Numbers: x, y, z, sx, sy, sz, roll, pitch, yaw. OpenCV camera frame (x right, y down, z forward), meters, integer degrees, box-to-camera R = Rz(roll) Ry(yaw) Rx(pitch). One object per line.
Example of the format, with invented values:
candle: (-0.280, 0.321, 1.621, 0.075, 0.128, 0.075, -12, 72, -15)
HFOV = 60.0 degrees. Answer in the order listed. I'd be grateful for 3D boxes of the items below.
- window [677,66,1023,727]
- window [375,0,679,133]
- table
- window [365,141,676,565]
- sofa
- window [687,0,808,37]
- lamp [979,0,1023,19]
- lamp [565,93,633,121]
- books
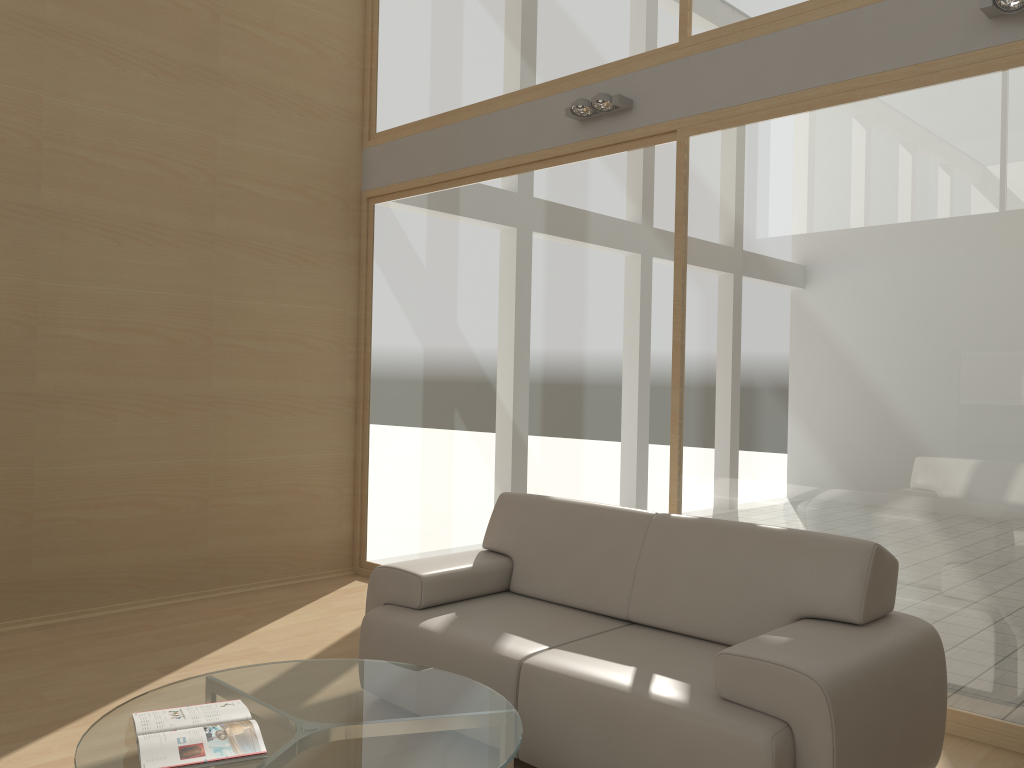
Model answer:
window: (1.751, 0.036, 3.544, 2.525, 2.500, 0.020, 1, 0, 44)
window: (-0.023, -2.844, 5.364, 2.525, 2.200, 0.020, 1, 0, 44)
table: (-0.573, 1.144, 2.507, 1.198, 0.370, 1.198, 1, 0, -29)
window: (-0.086, 0.005, 5.348, 2.525, 2.500, 0.020, 1, 0, 44)
sofa: (0.410, 0.931, 3.406, 2.093, 0.846, 1.168, 1, 0, 44)
window: (1.814, -2.814, 3.559, 2.525, 2.200, 0.020, 1, 0, 44)
lamp: (1.928, -1.443, 3.268, 0.360, 0.110, 0.183, 1, 0, 44)
lamp: (0.442, -1.474, 4.701, 0.360, 0.080, 0.182, 1, 0, 44)
books: (-0.855, 0.933, 2.402, 0.297, 0.037, 0.440, 1, 0, -26)
